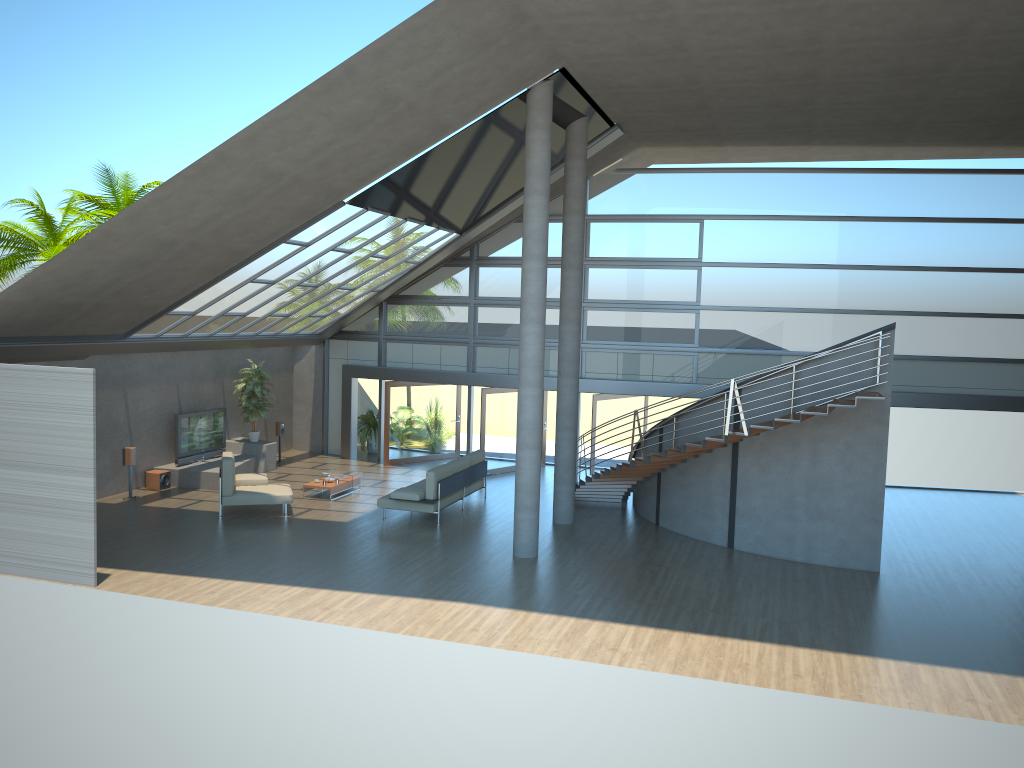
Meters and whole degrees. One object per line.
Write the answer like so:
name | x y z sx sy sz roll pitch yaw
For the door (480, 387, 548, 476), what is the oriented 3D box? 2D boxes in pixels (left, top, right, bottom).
door | 0.062 1.028 20.345 0.200 1.977 2.298 6 6 41

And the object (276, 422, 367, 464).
object | -7.690 1.443 18.762 7.863 0.982 21.345 3 5 20

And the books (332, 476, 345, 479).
books | -3.454 1.867 17.690 0.275 0.005 0.189 2 4 -2

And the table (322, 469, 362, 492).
table | -3.398 1.937 17.755 0.680 0.342 0.400 3 5 17

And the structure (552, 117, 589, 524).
structure | 1.005 -1.135 15.277 0.381 7.125 0.382 -1 5 -29

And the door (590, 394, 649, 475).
door | 2.386 1.158 19.563 0.200 1.977 2.298 5 6 38

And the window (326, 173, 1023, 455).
window | 3.258 -1.117 19.178 16.616 6.630 1.098 3 5 16

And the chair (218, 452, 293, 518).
chair | -4.536 1.737 15.697 1.244 1.023 1.217 0 5 -17

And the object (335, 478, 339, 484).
object | -3.362 1.869 17.086 0.085 0.101 0.070 -3 6 -45

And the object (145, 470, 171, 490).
object | -6.965 1.874 17.388 0.425 0.323 0.362 3 5 17

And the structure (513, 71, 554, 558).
structure | 0.308 -0.985 13.063 0.381 7.125 0.382 3 5 17

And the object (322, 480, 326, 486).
object | -3.580 1.877 16.894 0.085 0.101 0.070 3 5 16

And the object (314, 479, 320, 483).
object | -3.768 1.860 17.138 0.102 0.086 0.100 3 5 21

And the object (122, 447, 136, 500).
object | -7.024 1.642 16.283 0.234 0.959 0.171 0 5 -17

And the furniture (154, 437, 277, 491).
furniture | -5.954 1.659 18.828 1.577 0.610 2.936 3 5 17

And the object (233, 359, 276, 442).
object | -5.724 0.360 19.685 0.932 1.857 0.895 0 5 -24

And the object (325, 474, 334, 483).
object | -3.535 1.824 17.205 0.178 0.161 0.178 -1 5 -31

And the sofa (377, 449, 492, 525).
sofa | -1.398 1.826 16.407 1.166 0.947 3.079 3 5 17

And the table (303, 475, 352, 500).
table | -3.520 2.017 17.379 0.600 0.250 1.200 3 5 17

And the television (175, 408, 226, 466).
television | -6.469 1.090 18.468 0.396 1.063 1.568 3 5 17

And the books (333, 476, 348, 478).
books | -3.422 1.861 17.733 0.275 0.005 0.189 2 4 0

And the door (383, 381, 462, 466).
door | -2.122 0.885 21.340 2.298 1.977 0.200 -3 6 -44

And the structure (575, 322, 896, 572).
structure | 2.937 0.739 14.412 2.349 3.653 6.809 -1 5 -34
